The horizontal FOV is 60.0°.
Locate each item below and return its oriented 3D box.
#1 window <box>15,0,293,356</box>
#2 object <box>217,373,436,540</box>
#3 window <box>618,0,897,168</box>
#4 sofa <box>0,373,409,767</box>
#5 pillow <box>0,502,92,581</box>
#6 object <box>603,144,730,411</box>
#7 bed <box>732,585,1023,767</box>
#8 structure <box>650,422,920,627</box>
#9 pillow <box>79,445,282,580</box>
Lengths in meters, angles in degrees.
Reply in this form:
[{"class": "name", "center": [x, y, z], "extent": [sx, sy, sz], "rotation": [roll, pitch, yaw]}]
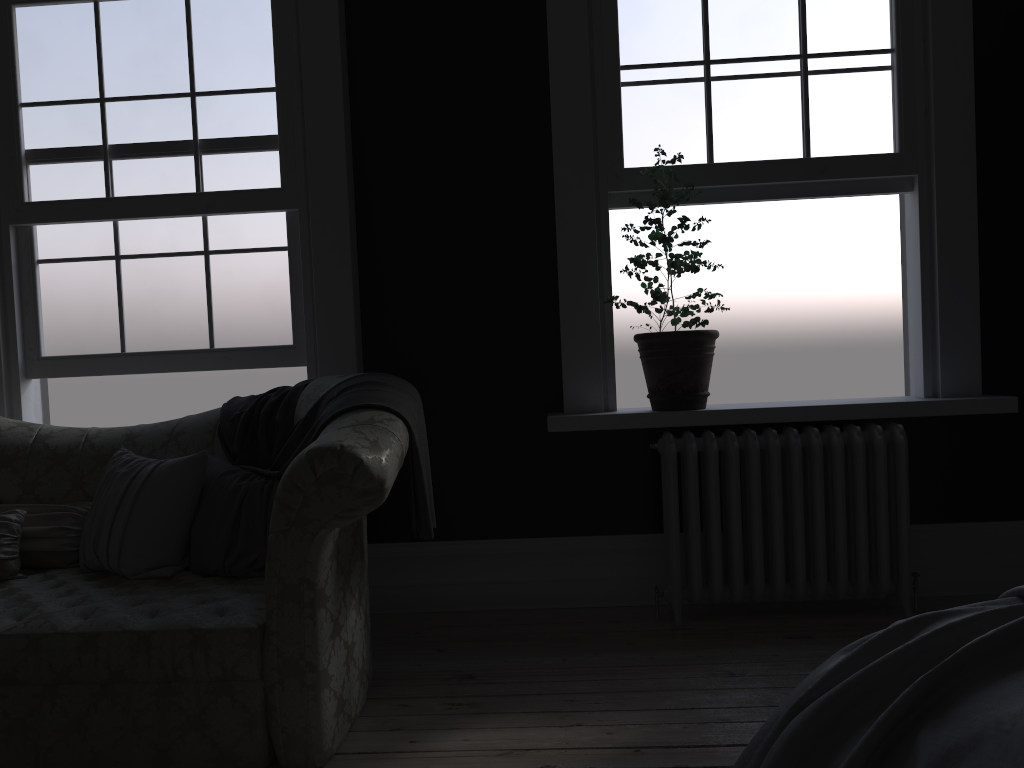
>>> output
[{"class": "window", "center": [-1.663, -0.964, 4.132], "extent": [1.263, 1.673, 0.056], "rotation": [-3, 2, 3]}, {"class": "object", "center": [-0.733, 0.260, 3.367], "extent": [0.516, 0.585, 1.367], "rotation": [-4, 2, -38]}, {"class": "window", "center": [1.090, -1.414, 3.979], "extent": [1.263, 1.018, 0.056], "rotation": [-3, 2, 3]}, {"class": "sofa", "center": [-1.685, 0.592, 3.325], "extent": [2.813, 1.161, 1.605], "rotation": [-3, 1, 4]}, {"class": "pillow", "center": [-2.174, 0.526, 3.277], "extent": [1.105, 0.416, 0.528], "rotation": [-3, 2, 3]}, {"class": "object", "center": [0.696, -0.451, 3.889], "extent": [0.474, 1.134, 0.505], "rotation": [-1, 3, 43]}, {"class": "bed", "center": [1.727, 0.385, 0.953], "extent": [3.283, 1.299, 2.764], "rotation": [-3, 1, -9]}, {"class": "structure", "center": [1.178, 0.608, 3.844], "extent": [1.141, 0.849, 0.276], "rotation": [-3, 2, 3]}, {"class": "pillow", "center": [-1.176, 0.461, 3.247], "extent": [0.964, 0.462, 0.404], "rotation": [-2, 2, 10]}]
